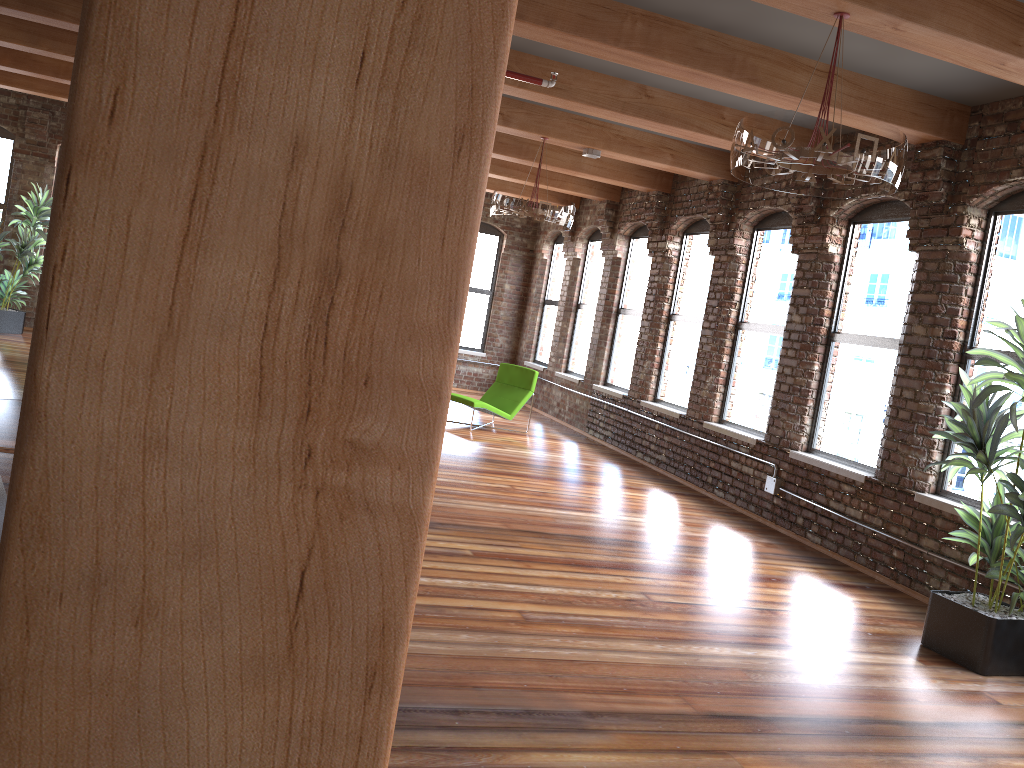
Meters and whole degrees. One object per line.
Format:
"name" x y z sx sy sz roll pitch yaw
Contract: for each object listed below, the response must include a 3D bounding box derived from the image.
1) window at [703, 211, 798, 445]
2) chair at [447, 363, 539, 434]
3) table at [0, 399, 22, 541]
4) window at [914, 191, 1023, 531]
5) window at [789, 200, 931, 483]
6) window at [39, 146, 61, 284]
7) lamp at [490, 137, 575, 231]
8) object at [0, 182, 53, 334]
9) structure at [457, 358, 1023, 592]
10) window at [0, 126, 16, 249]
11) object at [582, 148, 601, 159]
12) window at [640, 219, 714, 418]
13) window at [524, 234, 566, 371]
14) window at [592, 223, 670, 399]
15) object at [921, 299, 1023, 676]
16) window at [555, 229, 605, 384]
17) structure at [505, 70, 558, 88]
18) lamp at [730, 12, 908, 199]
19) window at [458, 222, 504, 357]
"window" 2.365 -0.578 8.489 0.236 2.211 0.972 9 2 -18
"chair" -0.303 0.133 10.810 0.953 0.795 0.684 7 4 -43
"table" -1.373 0.565 2.496 0.722 0.923 0.722 10 3 7
"window" 3.227 -0.203 5.694 0.235 2.211 0.972 9 2 -18
"window" 2.794 -0.391 7.091 0.231 2.211 0.972 9 2 -18
"window" -6.297 -2.464 13.089 0.966 2.166 0.087 9 2 -18
"lamp" 0.243 -1.937 8.420 0.811 0.813 0.809 11 3 18
"object" -6.886 -1.767 12.133 1.077 2.100 0.971 8 3 -40
"structure" 1.951 0.656 8.677 1.629 0.313 13.774 8 5 -25
"window" -7.701 -2.668 12.636 0.966 2.166 0.087 9 2 -18
"object" 0.775 -2.244 8.598 0.145 0.072 0.148 8 4 -18
"window" 1.930 -0.766 9.885 0.229 2.211 0.972 9 2 -18
"window" 0.630 -1.332 14.099 0.232 2.211 0.972 9 2 -18
"window" 1.501 -0.953 11.279 0.232 2.211 0.972 9 2 -18
"object" 2.760 0.483 4.841 0.966 2.100 1.083 10 3 -5
"window" 1.069 -1.141 12.677 0.231 2.211 0.972 9 2 -18
"structure" -2.893 -2.559 5.091 6.794 0.112 0.051 8 3 -18
"lamp" 1.521 -1.381 4.280 0.812 0.813 0.808 11 4 25
"window" -0.738 -1.623 14.817 0.966 2.215 0.219 9 2 -18
